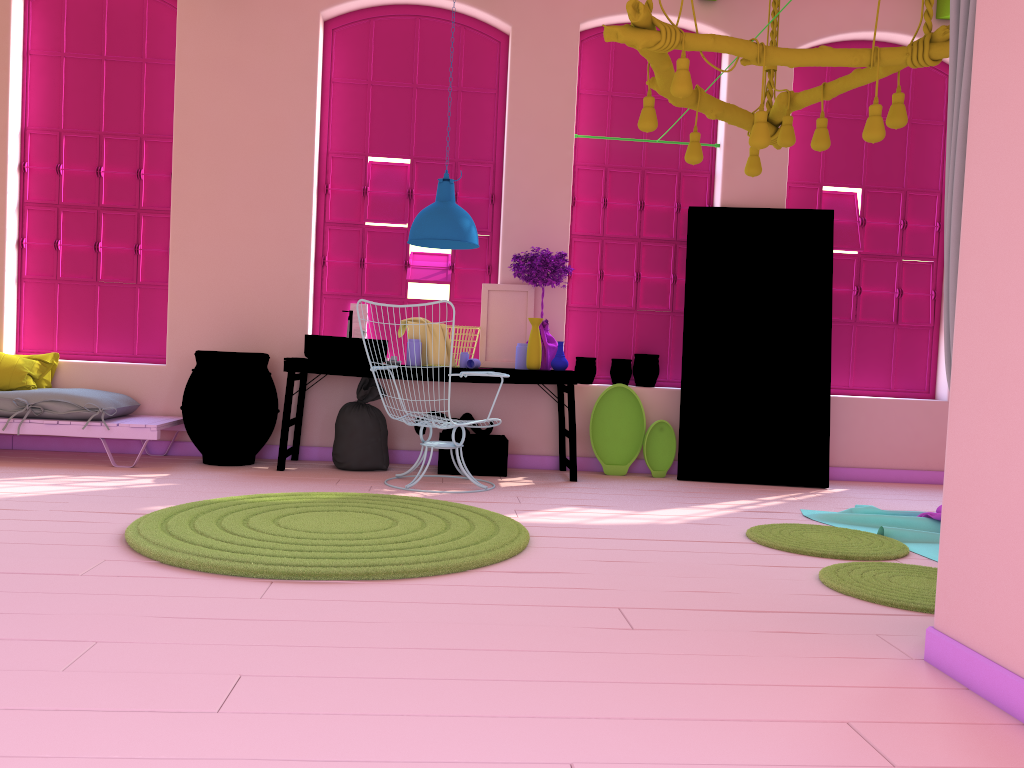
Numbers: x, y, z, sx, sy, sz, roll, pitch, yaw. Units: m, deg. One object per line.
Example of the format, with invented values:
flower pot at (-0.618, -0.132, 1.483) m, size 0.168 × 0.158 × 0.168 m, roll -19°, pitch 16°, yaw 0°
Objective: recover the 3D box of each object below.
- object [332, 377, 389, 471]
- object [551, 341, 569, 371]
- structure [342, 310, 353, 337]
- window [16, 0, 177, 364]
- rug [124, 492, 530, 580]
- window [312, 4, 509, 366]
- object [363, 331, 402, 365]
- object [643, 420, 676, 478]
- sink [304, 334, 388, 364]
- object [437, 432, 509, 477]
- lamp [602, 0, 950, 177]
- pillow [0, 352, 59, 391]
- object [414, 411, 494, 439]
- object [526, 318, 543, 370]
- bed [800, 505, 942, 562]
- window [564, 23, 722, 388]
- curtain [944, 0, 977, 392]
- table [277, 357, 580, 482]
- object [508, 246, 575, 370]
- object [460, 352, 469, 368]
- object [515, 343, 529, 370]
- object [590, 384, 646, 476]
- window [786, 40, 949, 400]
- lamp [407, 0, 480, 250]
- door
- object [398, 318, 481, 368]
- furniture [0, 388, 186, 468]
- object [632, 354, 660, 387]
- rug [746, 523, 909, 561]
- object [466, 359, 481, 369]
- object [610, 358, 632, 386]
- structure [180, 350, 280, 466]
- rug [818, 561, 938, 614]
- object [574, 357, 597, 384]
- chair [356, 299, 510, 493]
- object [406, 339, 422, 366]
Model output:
object at (-4.742, -0.273, 5.277) m, size 7.865 × 1.581 × 2.825 m, roll 3°, pitch 2°, yaw -4°
object at (0.360, -0.209, 6.647) m, size 0.132 × 0.219 × 0.132 m, roll 3°, pitch 2°, yaw 12°
structure at (-1.257, -0.363, 6.729) m, size 0.087 × 0.397 × 0.166 m, roll 3°, pitch 2°, yaw 5°
window at (-3.281, -1.691, 7.061) m, size 1.275 × 3.048 × 0.072 m, roll 3°, pitch 2°, yaw -4°
rug at (-0.866, 0.706, 4.370) m, size 1.889 × 0.050 × 1.888 m, roll 2°, pitch 2°, yaw -17°
window at (-0.831, -1.571, 7.258) m, size 1.497 × 3.005 × 0.492 m, roll 3°, pitch 2°, yaw -4°
object at (-1.005, -0.277, 6.775) m, size 0.410 × 0.250 × 0.165 m, roll 4°, pitch 2°, yaw 31°
object at (1.155, 0.511, 7.094) m, size 0.284 × 0.463 × 0.137 m, roll 2°, pitch 2°, yaw -19°
sink at (-1.223, -0.257, 6.550) m, size 0.609 × 0.194 × 0.340 m, roll 3°, pitch 2°, yaw -5°
object at (-0.307, 0.541, 6.850) m, size 0.521 × 0.277 × 0.446 m, roll 3°, pitch 2°, yaw -4°
lamp at (1.185, -2.249, 4.521) m, size 1.776 × 2.265 × 1.610 m, roll 2°, pitch 2°, yaw -23°
pillow at (-4.463, -0.128, 6.543) m, size 1.997 × 0.399 × 0.577 m, roll 3°, pitch 2°, yaw -5°
object at (-0.450, 0.440, 6.867) m, size 0.672 × 0.448 × 0.300 m, roll 2°, pitch 2°, yaw -29°
object at (0.168, -0.298, 6.609) m, size 0.116 × 0.383 × 0.116 m, roll 1°, pitch 3°, yaw -31°
bed at (3.696, 0.691, 4.500) m, size 3.576 × 0.514 × 2.801 m, roll 3°, pitch 2°, yaw -5°
window at (1.081, -1.492, 7.402) m, size 1.275 × 3.048 × 0.072 m, roll 3°, pitch 2°, yaw -4°
curtain at (1.636, -0.505, 2.943) m, size 0.525 × 2.787 × 0.518 m, roll 2°, pitch 3°, yaw -24°
table at (-0.613, 0.256, 6.790) m, size 2.192 × 0.821 × 0.655 m, roll 3°, pitch 2°, yaw -4°
object at (0.215, -0.583, 6.868) m, size 0.502 × 0.951 × 0.441 m, roll 1°, pitch 3°, yaw -44°
object at (-0.360, -0.181, 6.696) m, size 0.065 × 0.118 × 0.065 m, roll 5°, pitch 3°, yaw 44°
object at (0.082, -0.210, 6.758) m, size 0.109 × 0.197 × 0.109 m, roll 4°, pitch 3°, yaw 33°
object at (0.830, 0.360, 7.136) m, size 0.451 × 0.734 × 0.217 m, roll 3°, pitch 2°, yaw -4°
window at (2.980, -1.397, 7.564) m, size 1.514 × 3.011 × 0.214 m, roll 3°, pitch 2°, yaw -4°
lamp at (-0.452, -2.013, 6.426) m, size 0.528 × 2.003 × 0.528 m, roll 4°, pitch 3°, yaw 27°
door at (1.940, -0.319, 7.043) m, size 1.153 × 2.212 × 0.449 m, roll 3°, pitch 2°, yaw 6°
object at (-0.566, -0.316, 6.845) m, size 0.633 × 0.369 × 0.444 m, roll 3°, pitch 2°, yaw -4°
furniture at (-4.385, 0.245, 6.397) m, size 3.776 × 0.507 × 0.907 m, roll 3°, pitch 2°, yaw -4°
object at (1.111, -0.112, 7.354) m, size 0.223 × 0.272 × 0.223 m, roll 2°, pitch 2°, yaw -17°
rug at (1.657, 0.828, 4.689) m, size 0.792 × 0.021 × 0.792 m, roll 2°, pitch 2°, yaw -22°
object at (-0.290, -0.152, 6.642) m, size 0.076 × 0.076 × 0.137 m, roll 3°, pitch 2°, yaw 16°
object at (0.902, -0.097, 7.336) m, size 0.182 × 0.223 × 0.182 m, roll 2°, pitch 2°, yaw -22°
structure at (-2.116, 0.178, 6.674) m, size 0.718 × 0.845 × 0.717 m, roll 1°, pitch 3°, yaw -37°
rug at (1.728, 0.860, 3.757) m, size 0.792 × 0.021 × 0.792 m, roll 3°, pitch 2°, yaw 23°
object at (0.605, -0.110, 7.313) m, size 0.182 × 0.223 × 0.182 m, roll 2°, pitch 2°, yaw -27°
chair at (-0.508, 0.080, 6.022) m, size 1.078 × 1.239 × 0.925 m, roll 4°, pitch 3°, yaw 30°
object at (-0.731, -0.235, 6.620) m, size 0.109 × 0.197 × 0.109 m, roll 2°, pitch 2°, yaw -12°
